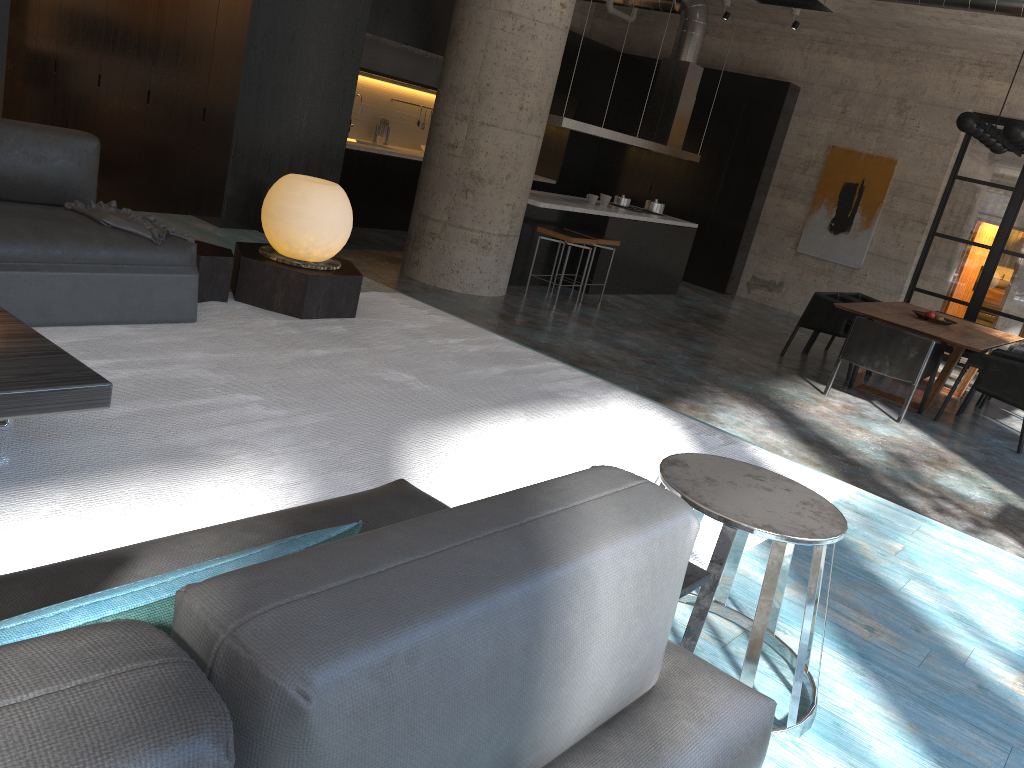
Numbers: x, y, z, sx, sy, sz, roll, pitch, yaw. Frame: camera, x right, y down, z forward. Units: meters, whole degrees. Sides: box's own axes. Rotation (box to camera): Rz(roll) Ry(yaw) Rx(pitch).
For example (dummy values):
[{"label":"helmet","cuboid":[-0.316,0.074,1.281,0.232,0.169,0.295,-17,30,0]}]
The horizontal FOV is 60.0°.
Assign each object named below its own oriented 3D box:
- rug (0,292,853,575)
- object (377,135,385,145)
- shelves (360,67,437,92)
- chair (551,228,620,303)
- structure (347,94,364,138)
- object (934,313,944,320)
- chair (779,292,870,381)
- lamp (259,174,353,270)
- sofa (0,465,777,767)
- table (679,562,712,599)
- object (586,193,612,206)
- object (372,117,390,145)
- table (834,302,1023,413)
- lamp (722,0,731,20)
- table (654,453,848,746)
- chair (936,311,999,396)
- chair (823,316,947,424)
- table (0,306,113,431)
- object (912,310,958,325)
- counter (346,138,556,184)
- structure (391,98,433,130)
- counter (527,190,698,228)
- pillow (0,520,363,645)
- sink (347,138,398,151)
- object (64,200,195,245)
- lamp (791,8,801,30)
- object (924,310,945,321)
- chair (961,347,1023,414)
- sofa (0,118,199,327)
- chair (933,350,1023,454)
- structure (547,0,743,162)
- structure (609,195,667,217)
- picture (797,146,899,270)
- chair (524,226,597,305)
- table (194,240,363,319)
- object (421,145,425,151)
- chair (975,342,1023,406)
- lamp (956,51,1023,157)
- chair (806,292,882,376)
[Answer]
[{"label":"rug","cuboid":[-1.961,0.249,1.681,2.954,0.032,7.768,25,19,33]},{"label":"object","cuboid":[-1.710,-3.174,11.538,0.092,0.117,0.092,9,17,-15]},{"label":"shelves","cuboid":[-1.056,-3.983,11.975,0.403,0.043,4.362,25,19,33]},{"label":"chair","cuboid":[0.782,-1.277,9.610,0.450,0.698,0.450,25,19,33]},{"label":"structure","cuboid":[-1.935,-3.320,11.039,0.269,0.559,0.125,25,19,33]},{"label":"object","cuboid":[4.224,-0.660,8.782,0.110,0.082,0.088,10,16,-15]},{"label":"chair","cuboid":[3.370,-0.535,9.220,0.754,0.738,0.707,25,19,33]},{"label":"lamp","cuboid":[-1.062,-0.852,4.601,0.462,0.417,0.462,6,18,-26]},{"label":"sofa","cuboid":[-0.520,0.454,0.980,1.019,0.680,2.063,25,19,33]},{"label":"table","cuboid":[0.084,0.516,1.840,0.420,0.390,0.413,25,19,33]},{"label":"object","cuboid":[1.031,-2.195,10.512,0.188,0.133,0.437,25,19,34]},{"label":"object","cuboid":[-1.701,-3.320,11.642,0.060,0.336,0.291,23,18,28]},{"label":"table","cuboid":[4.108,-0.263,8.888,1.299,0.756,2.410,25,19,33]},{"label":"lamp","cuboid":[2.831,-4.949,11.739,0.145,0.236,0.107,19,17,17]},{"label":"table","cuboid":[0.508,0.476,2.168,0.620,0.472,0.620,26,20,36]},{"label":"chair","cuboid":[4.942,-0.370,9.993,0.707,0.738,0.754,25,19,33]},{"label":"chair","cuboid":[3.349,-0.157,7.918,0.707,0.738,0.754,25,19,33]},{"label":"table","cuboid":[-1.835,0.044,1.928,0.900,0.309,1.500,25,19,33]},{"label":"object","cuboid":[4.172,-0.658,8.762,0.435,0.079,0.435,9,17,-18]},{"label":"counter","cuboid":[-1.052,-3.027,12.069,1.000,0.142,4.360,25,19,33]},{"label":"structure","cuboid":[-1.269,-3.667,12.180,0.074,0.315,1.171,25,19,33]},{"label":"counter","cuboid":[0.965,-2.083,10.400,1.000,0.046,3.500,25,19,33]},{"label":"pillow","cuboid":[-0.555,0.220,0.816,1.042,0.466,0.349,-1,22,-43]},{"label":"sink","cuboid":[-1.902,-2.946,11.043,0.458,0.134,0.890,25,19,33]},{"label":"object","cuboid":[-1.633,-0.664,3.828,0.433,0.185,0.429,23,18,30]},{"label":"lamp","cuboid":[3.573,-4.605,11.201,0.145,0.236,0.107,19,17,17]},{"label":"object","cuboid":[4.169,-0.666,8.735,0.219,0.097,0.100,11,16,-11]},{"label":"chair","cuboid":[4.920,0.053,8.540,0.754,0.738,0.707,27,20,38]},{"label":"sofa","cuboid":[-2.321,-0.686,3.322,1.019,0.680,2.063,25,19,33]},{"label":"chair","cuboid":[4.367,0.103,7.901,0.754,0.738,0.707,27,20,38]},{"label":"structure","cuboid":[1.487,-3.783,10.009,0.538,2.100,3.117,25,19,33]},{"label":"structure","cuboid":[1.598,-2.309,11.284,0.506,0.187,0.833,25,19,33]},{"label":"picture","cuboid":[4.580,-2.423,12.162,0.928,1.494,0.029,25,19,33]},{"label":"chair","cuboid":[0.489,-1.216,9.155,0.450,0.698,0.450,25,19,33]},{"label":"table","cuboid":[-1.244,-0.537,4.555,0.616,0.230,1.044,25,19,33]},{"label":"object","cuboid":[-1.016,-3.168,12.154,0.490,0.093,0.490,24,19,31]},{"label":"chair","cuboid":[5.389,-0.018,9.175,0.754,0.738,0.707,25,19,33]},{"label":"lamp","cuboid":[4.754,-2.825,8.121,0.583,1.327,1.813,25,19,33]},{"label":"chair","cuboid":[3.824,-0.591,9.794,0.754,0.738,0.707,25,19,33]}]
